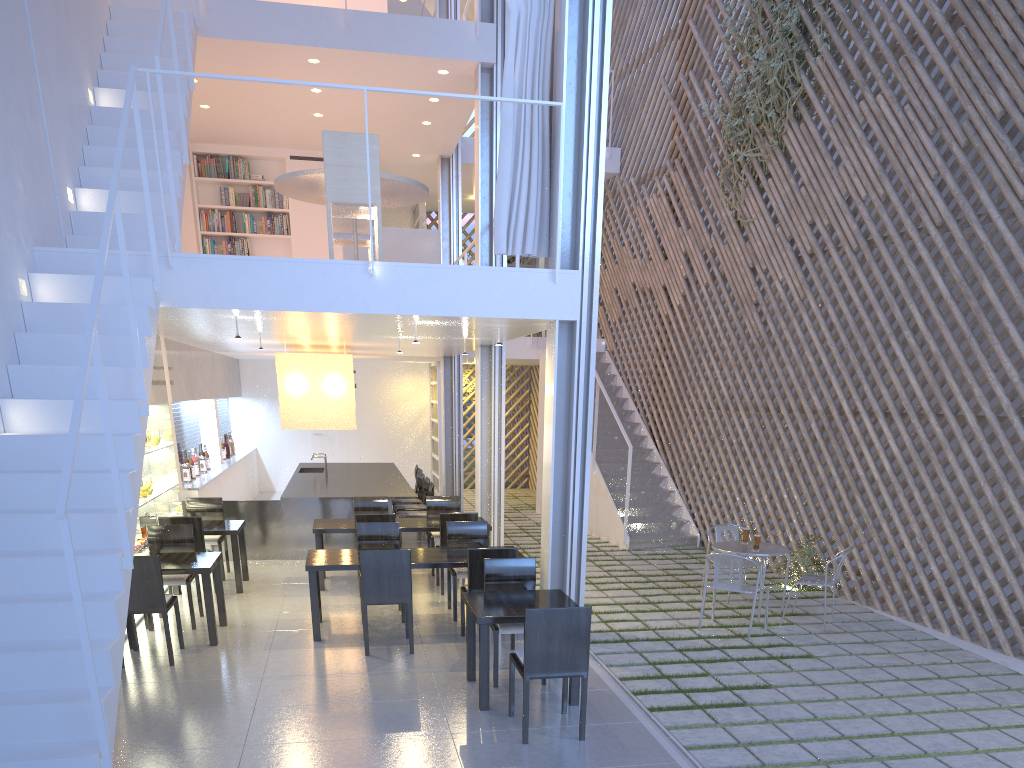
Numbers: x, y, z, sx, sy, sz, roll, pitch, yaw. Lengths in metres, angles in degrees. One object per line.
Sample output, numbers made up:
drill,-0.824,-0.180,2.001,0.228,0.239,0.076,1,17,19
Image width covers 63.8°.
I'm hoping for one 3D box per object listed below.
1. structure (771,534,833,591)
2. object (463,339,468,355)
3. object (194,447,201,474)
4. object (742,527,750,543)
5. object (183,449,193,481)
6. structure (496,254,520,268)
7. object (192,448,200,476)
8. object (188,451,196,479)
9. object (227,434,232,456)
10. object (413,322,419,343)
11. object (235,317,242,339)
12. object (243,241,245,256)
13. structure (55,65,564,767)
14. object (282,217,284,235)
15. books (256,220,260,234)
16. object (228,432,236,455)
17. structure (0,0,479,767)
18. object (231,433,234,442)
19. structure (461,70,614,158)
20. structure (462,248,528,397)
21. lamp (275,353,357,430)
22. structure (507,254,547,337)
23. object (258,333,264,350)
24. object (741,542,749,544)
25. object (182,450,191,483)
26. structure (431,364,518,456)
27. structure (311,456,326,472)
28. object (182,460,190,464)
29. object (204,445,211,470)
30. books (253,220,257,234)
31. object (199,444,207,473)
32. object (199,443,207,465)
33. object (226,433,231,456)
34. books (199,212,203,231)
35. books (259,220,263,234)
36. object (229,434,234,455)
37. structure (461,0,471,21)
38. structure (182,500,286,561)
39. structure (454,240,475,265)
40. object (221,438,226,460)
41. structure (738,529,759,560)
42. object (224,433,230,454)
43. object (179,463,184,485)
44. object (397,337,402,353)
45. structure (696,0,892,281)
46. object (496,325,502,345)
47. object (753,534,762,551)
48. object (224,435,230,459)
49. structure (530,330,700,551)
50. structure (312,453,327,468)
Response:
structure,1.577,0.963,4.442,0.291,0.351,0.294,-5,12,-26
object,-0.241,-0.193,4.227,0.029,0.086,0.026,1,17,0
object,-2.145,0.522,5.593,0.044,0.202,0.042,13,22,34
object,1.111,0.718,3.905,0.030,0.083,0.029,12,20,32
object,-1.855,0.456,4.232,0.106,0.309,1.937,-2,1,-10
structure,0.077,-0.637,3.826,0.028,0.594,1.588,-3,3,-12
object,-2.114,0.521,5.479,0.043,0.201,0.039,-2,18,-10
object,-1.856,0.454,4.203,0.058,0.314,2.271,-3,1,-11
object,-2.462,0.531,7.142,0.044,0.202,0.042,13,22,33
object,-0.381,-0.204,3.256,0.029,0.086,0.026,1,17,0
object,-1.046,-0.215,3.132,0.029,0.086,0.026,1,17,0
object,-1.974,-0.982,6.082,0.006,0.140,0.065,-3,16,-12
structure,-0.378,-0.036,2.314,1.363,1.941,1.320,-2,13,-11
object,-1.686,-1.156,6.074,0.006,0.140,0.065,-3,16,-12
books,-1.863,-1.144,6.051,0.021,0.107,0.057,-3,15,-12
object,-2.478,0.523,7.249,0.046,0.220,0.042,11,21,29
structure,-0.689,-0.653,2.747,1.726,3.584,3.375,-2,10,-11
object,-2.489,0.531,7.309,0.044,0.201,0.038,1,18,1
structure,0.188,-2.027,6.074,1.138,0.618,0.024,0,19,-10
structure,0.011,-1.619,8.780,1.112,4.900,3.023,-4,14,-14
lamp,-1.362,0.054,5.866,0.447,0.453,2.156,-1,1,-12
structure,0.188,-1.335,7.357,0.532,2.042,1.152,-5,15,-17
object,-1.236,-0.210,4.043,0.029,0.086,0.026,1,17,0
object,-0.294,0.509,3.586,2.899,0.473,0.055,1,18,-10
object,-1.846,0.456,4.189,0.047,0.310,1.866,-3,1,-11
structure,-0.369,0.100,8.491,1.142,2.166,0.262,-2,19,-10
structure,-1.499,0.623,6.382,0.112,0.134,0.031,-1,18,-10
object,-1.893,0.455,4.268,0.067,0.310,2.005,-3,1,-11
object,-2.202,0.527,5.930,0.040,0.197,0.039,-14,23,-38
books,-1.884,-1.144,6.047,0.021,0.107,0.057,-3,15,-12
object,-2.153,0.515,5.710,0.046,0.220,0.042,-2,18,-9
object,-2.205,0.520,5.861,0.044,0.210,0.042,-6,19,-19
object,-2.449,0.523,7.074,0.046,0.220,0.042,-2,18,-9
books,-2.244,-1.165,5.960,0.015,0.139,0.087,-3,14,-12
books,-1.843,-1.144,6.055,0.021,0.107,0.057,-3,15,-12
object,-2.458,0.532,7.196,0.046,0.202,0.040,-3,18,-11
structure,-0.256,-2.046,5.036,0.028,0.594,1.590,-3,3,-12
structure,-1.653,0.877,4.910,0.555,0.402,0.011,0,19,-10
structure,-0.275,-0.628,5.518,0.028,0.594,1.590,-3,3,-12
object,-2.380,0.532,6.764,0.040,0.197,0.039,-14,23,-38
structure,1.435,1.002,5.044,0.266,0.283,0.241,0,11,-4
object,-2.429,0.521,6.994,0.046,0.221,0.041,-3,18,-11
object,-1.861,0.455,4.123,0.046,0.310,1.750,-3,1,-11
object,-0.571,-0.198,4.166,0.029,0.086,0.026,1,17,0
structure,1.597,-2.035,4.089,0.734,2.949,2.177,-6,13,-20
object,-1.064,0.186,4.095,1.669,0.887,1.721,0,4,-13
object,1.108,0.716,3.722,0.030,0.083,0.029,12,20,32
object,-2.385,0.526,6.862,0.044,0.210,0.042,-6,19,-19
structure,0.438,0.112,6.013,1.176,2.124,1.813,-4,12,-18
structure,-1.563,0.625,6.693,0.112,0.134,0.031,-1,18,-10
